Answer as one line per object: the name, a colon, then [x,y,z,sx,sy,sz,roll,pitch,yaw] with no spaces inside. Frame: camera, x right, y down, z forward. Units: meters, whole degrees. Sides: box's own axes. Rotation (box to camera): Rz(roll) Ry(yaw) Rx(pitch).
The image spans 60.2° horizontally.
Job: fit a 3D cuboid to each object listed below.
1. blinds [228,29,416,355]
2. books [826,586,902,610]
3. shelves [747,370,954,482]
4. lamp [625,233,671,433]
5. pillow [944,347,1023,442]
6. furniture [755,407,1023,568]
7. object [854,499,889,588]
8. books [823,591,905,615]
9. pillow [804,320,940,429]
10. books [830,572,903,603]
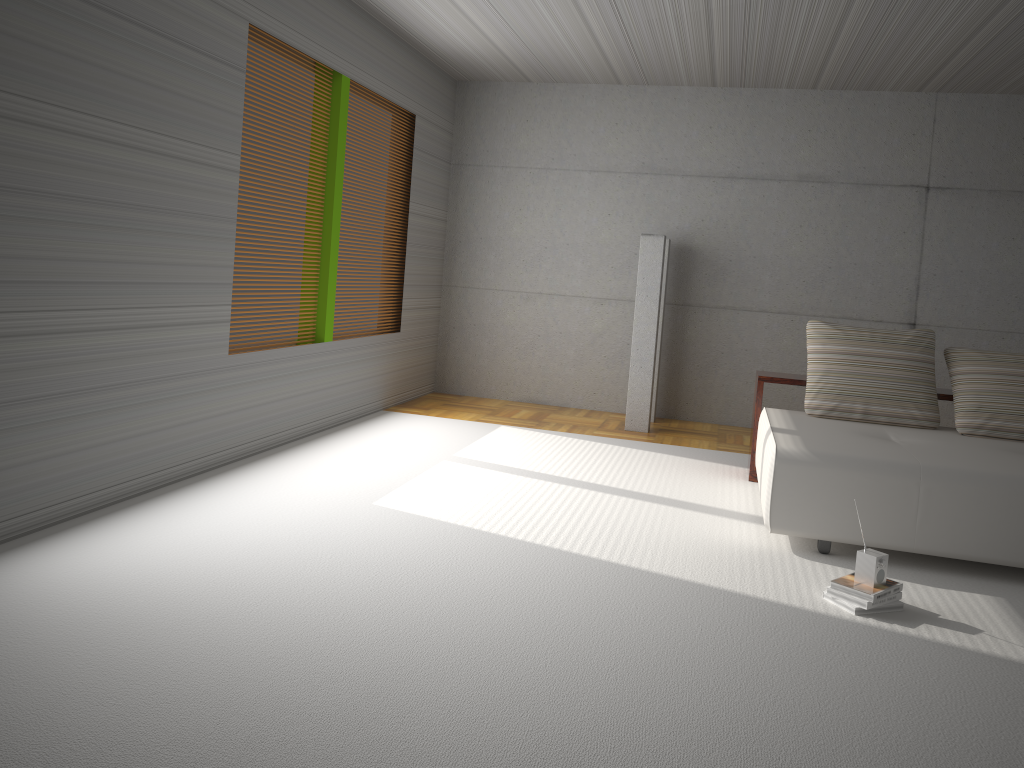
blinds: [-1.367,-1.218,6.414,0.012,2.035,3.547,5,6,13]
books: [1.481,0.881,3.720,0.264,0.032,0.190,-1,9,-37]
shelves: [2.755,0.396,5.856,2.254,0.713,0.401,6,4,14]
lamp: [1.222,-0.472,7.905,0.200,1.684,0.800,5,4,13]
pillow: [3.105,0.075,5.395,0.808,0.515,0.580,6,5,14]
furniture: [2.496,0.596,4.898,2.172,0.519,1.620,6,7,13]
object: [1.477,0.655,3.674,0.185,0.365,0.090,2,4,-36]
books: [1.479,0.912,3.722,0.264,0.032,0.190,2,8,-22]
pillow: [2.293,-0.070,5.644,0.802,0.607,0.492,6,5,13]
books: [1.491,0.849,3.719,0.264,0.032,0.190,-2,10,-42]
